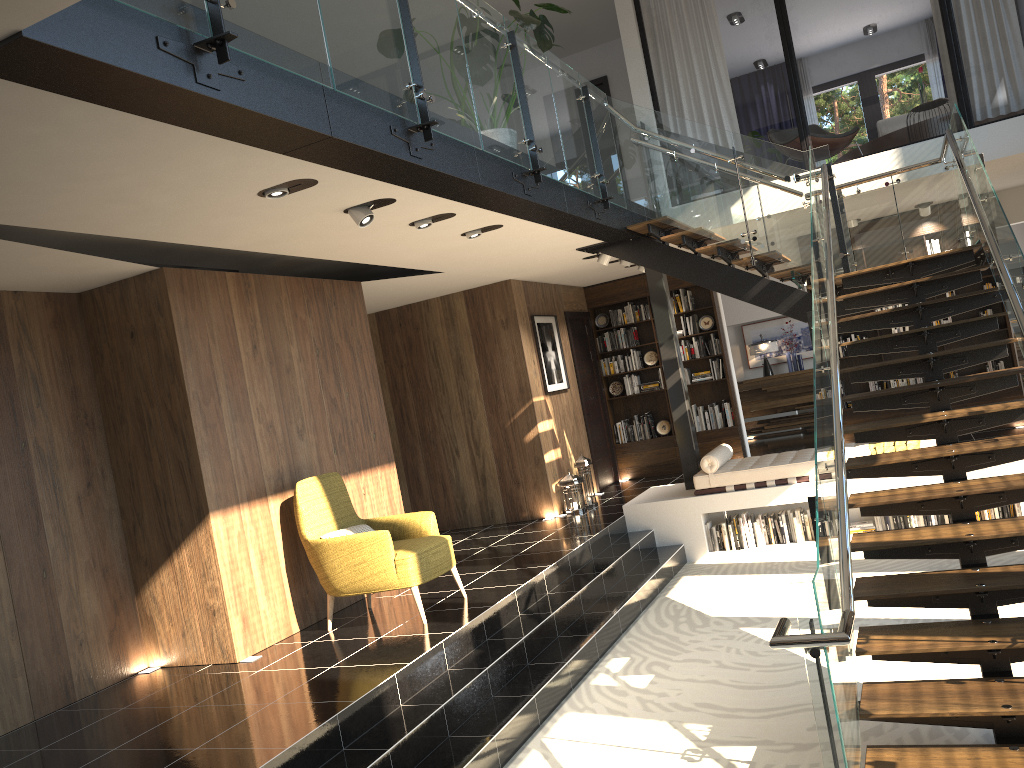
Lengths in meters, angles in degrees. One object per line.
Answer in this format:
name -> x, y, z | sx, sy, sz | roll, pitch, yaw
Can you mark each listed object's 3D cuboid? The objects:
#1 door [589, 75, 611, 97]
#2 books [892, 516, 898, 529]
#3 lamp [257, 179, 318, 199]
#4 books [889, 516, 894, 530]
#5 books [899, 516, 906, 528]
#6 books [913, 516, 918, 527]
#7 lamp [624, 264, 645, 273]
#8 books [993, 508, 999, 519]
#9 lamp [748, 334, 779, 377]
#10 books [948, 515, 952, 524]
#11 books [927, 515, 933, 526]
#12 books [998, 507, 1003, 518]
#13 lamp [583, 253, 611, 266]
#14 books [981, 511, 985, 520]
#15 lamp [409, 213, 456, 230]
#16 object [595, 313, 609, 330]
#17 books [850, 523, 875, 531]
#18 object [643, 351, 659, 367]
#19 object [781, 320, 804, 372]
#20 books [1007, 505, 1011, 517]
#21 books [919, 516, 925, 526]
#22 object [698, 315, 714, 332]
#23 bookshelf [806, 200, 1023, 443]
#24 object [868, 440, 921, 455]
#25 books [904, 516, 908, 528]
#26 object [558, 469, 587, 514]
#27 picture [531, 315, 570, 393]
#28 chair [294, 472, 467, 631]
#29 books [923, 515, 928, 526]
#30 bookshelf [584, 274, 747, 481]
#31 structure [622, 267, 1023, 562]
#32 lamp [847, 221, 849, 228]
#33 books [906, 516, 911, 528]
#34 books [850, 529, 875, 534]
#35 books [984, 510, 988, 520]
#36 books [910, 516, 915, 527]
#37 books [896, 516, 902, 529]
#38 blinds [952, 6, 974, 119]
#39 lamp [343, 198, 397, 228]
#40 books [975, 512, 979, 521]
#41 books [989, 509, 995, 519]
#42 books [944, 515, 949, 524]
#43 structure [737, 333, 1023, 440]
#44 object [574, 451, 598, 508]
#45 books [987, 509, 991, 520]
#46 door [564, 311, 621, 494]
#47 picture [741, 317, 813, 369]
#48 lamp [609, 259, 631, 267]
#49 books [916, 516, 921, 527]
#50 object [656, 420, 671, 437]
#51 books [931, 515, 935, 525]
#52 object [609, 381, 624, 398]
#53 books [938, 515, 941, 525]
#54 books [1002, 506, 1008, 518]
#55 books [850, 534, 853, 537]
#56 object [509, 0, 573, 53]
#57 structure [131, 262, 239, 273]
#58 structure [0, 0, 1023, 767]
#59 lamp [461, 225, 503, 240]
door -> 1.068, -2.854, 11.966 | 0.932, 2.347, 0.104 | -11, 0, 24
books -> 3.554, 1.233, 8.241 | 0.029, 0.268, 0.172 | -11, 0, 24
lamp -> -1.175, -1.072, 4.604 | 0.347, 0.158, 0.195 | -11, 0, 24
books -> 3.536, 1.229, 8.277 | 0.031, 0.284, 0.176 | -11, 0, 24
books -> 3.610, 1.204, 8.227 | 0.035, 0.305, 0.151 | -11, 0, 24
books -> 3.712, 1.173, 8.192 | 0.029, 0.326, 0.152 | -11, 0, 24
lamp -> 1.522, -1.447, 10.691 | 0.347, 0.262, 0.195 | -11, 0, 24
books -> 4.297, 1.081, 7.894 | 0.028, 0.285, 0.210 | -11, 0, 24
lamp -> 4.171, -0.472, 14.625 | 0.470, 0.725, 0.469 | -11, 0, 16
books -> 3.975, 1.158, 8.074 | 0.030, 0.256, 0.160 | -11, 0, 24
books -> 3.813, 1.191, 8.116 | 0.036, 0.253, 0.177 | -11, 0, 24
books -> 4.330, 1.052, 7.893 | 0.042, 0.328, 0.205 | -11, 0, 24
lamp -> 0.899, -1.348, 9.277 | 0.347, 0.262, 0.195 | -11, 0, 24
books -> 4.213, 1.132, 7.957 | 0.022, 0.216, 0.137 | -11, 0, 24
lamp -> -0.549, -1.162, 6.019 | 0.347, 0.177, 0.195 | -11, 0, 24
object -> 1.231, -0.857, 12.121 | 0.212, 0.222, 0.082 | -11, 0, 24
books -> 3.292, 1.359, 8.398 | 0.274, 0.025, 0.156 | -11, -1, 21
object -> 1.870, -0.338, 11.910 | 0.212, 0.222, 0.082 | -11, 0, 24
object -> 4.590, -0.616, 14.546 | 0.272, 0.860, 0.269 | -11, 0, 38
books -> 4.392, 1.078, 7.870 | 0.019, 0.255, 0.180 | -11, 0, 24
books -> 3.766, 1.211, 8.161 | 0.028, 0.231, 0.158 | -11, 0, 24
object -> 2.535, -0.789, 11.560 | 0.212, 0.222, 0.082 | -11, 0, 24
bookshelf -> 4.750, -0.673, 10.625 | 2.092, 2.682, 0.273 | -11, 0, 24
object -> 3.737, 0.782, 8.564 | 0.467, 0.510, 1.165 | -11, -1, 24
books -> 3.654, 1.213, 8.245 | 0.026, 0.270, 0.128 | -11, 0, 24
object -> 0.679, 1.200, 10.008 | 0.262, 0.483, 0.262 | -11, 0, 24
picture -> 0.466, -0.366, 10.522 | 0.028, 0.911, 0.748 | -11, 0, 24
chair -> -0.992, 1.157, 6.517 | 1.031, 1.097, 0.807 | -11, 0, 23
books -> 3.783, 1.164, 8.145 | 0.033, 0.318, 0.152 | -11, 0, 24
bookshelf -> 2.037, -0.149, 11.863 | 1.705, 2.682, 0.273 | -11, 0, 24
structure -> 2.879, -0.075, 8.858 | 3.785, 3.245, 1.148 | -11, 0, 24
lamp -> 3.993, -1.938, 10.426 | 0.195, 0.214, 0.346 | -11, -1, 24
books -> 3.651, 1.205, 8.177 | 0.026, 0.287, 0.204 | -11, 0, 24
books -> 3.295, 1.384, 8.393 | 0.261, 0.024, 0.167 | -11, -1, 21
books -> 4.218, 1.116, 7.917 | 0.024, 0.246, 0.211 | -11, 0, 24
books -> 3.685, 1.207, 8.186 | 0.027, 0.270, 0.187 | -11, 0, 24
books -> 3.583, 1.228, 8.236 | 0.029, 0.268, 0.146 | -11, 0, 24
blinds -> 4.152, -3.762, 8.101 | 0.670, 2.698, 0.133 | -11, 0, 25
lamp -> -0.854, -1.078, 5.312 | 0.347, 0.247, 0.195 | -11, 0, 24
books -> 4.154, 1.126, 7.945 | 0.025, 0.249, 0.208 | -11, 0, 24
books -> 4.275, 1.086, 7.925 | 0.039, 0.284, 0.199 | -11, 0, 24
books -> 3.939, 1.136, 8.073 | 0.027, 0.312, 0.189 | -11, 0, 24
structure -> 5.273, 0.161, 14.261 | 6.282, 0.982, 0.885 | -11, 0, 24
object -> 0.846, 1.090, 10.177 | 0.182, 0.643, 0.182 | -11, 0, 24
books -> 4.240, 1.111, 7.913 | 0.021, 0.248, 0.197 | -11, 0, 24
door -> 1.037, 0.214, 11.657 | 0.104, 2.347, 0.930 | -11, 0, 24
picture -> 5.533, -0.925, 14.264 | 3.546, 0.748, 0.035 | -11, 0, 24
lamp -> 1.207, -1.413, 9.983 | 0.347, 0.231, 0.195 | -11, 0, 24
books -> 3.749, 1.217, 8.188 | 0.026, 0.226, 0.132 | -11, 0, 24
object -> 2.036, 0.593, 11.892 | 0.212, 0.222, 0.082 | -11, 0, 24
books -> 3.838, 1.184, 8.105 | 0.019, 0.256, 0.186 | -11, 0, 24
object -> 1.428, 0.069, 12.139 | 0.212, 0.222, 0.082 | -11, 0, 24
books -> 3.904, 1.153, 8.105 | 0.066, 0.294, 0.142 | -11, 0, 24
books -> 4.363, 1.074, 7.868 | 0.030, 0.273, 0.185 | -11, 0, 24
books -> 3.299, 1.408, 8.393 | 0.257, 0.024, 0.167 | -11, -1, 24
object -> -0.180, -2.283, 6.777 | 1.465, 1.554, 1.260 | -11, 0, 12
structure -> -4.441, 0.821, 5.515 | 1.966, 3.017, 6.656 | -11, -1, 24
structure -> 1.343, -0.244, 5.373 | 3.450, 4.868, 7.273 | -11, 0, 23
lamp -> -0.237, -1.211, 6.727 | 0.347, 0.177, 0.195 | -11, 0, 24
